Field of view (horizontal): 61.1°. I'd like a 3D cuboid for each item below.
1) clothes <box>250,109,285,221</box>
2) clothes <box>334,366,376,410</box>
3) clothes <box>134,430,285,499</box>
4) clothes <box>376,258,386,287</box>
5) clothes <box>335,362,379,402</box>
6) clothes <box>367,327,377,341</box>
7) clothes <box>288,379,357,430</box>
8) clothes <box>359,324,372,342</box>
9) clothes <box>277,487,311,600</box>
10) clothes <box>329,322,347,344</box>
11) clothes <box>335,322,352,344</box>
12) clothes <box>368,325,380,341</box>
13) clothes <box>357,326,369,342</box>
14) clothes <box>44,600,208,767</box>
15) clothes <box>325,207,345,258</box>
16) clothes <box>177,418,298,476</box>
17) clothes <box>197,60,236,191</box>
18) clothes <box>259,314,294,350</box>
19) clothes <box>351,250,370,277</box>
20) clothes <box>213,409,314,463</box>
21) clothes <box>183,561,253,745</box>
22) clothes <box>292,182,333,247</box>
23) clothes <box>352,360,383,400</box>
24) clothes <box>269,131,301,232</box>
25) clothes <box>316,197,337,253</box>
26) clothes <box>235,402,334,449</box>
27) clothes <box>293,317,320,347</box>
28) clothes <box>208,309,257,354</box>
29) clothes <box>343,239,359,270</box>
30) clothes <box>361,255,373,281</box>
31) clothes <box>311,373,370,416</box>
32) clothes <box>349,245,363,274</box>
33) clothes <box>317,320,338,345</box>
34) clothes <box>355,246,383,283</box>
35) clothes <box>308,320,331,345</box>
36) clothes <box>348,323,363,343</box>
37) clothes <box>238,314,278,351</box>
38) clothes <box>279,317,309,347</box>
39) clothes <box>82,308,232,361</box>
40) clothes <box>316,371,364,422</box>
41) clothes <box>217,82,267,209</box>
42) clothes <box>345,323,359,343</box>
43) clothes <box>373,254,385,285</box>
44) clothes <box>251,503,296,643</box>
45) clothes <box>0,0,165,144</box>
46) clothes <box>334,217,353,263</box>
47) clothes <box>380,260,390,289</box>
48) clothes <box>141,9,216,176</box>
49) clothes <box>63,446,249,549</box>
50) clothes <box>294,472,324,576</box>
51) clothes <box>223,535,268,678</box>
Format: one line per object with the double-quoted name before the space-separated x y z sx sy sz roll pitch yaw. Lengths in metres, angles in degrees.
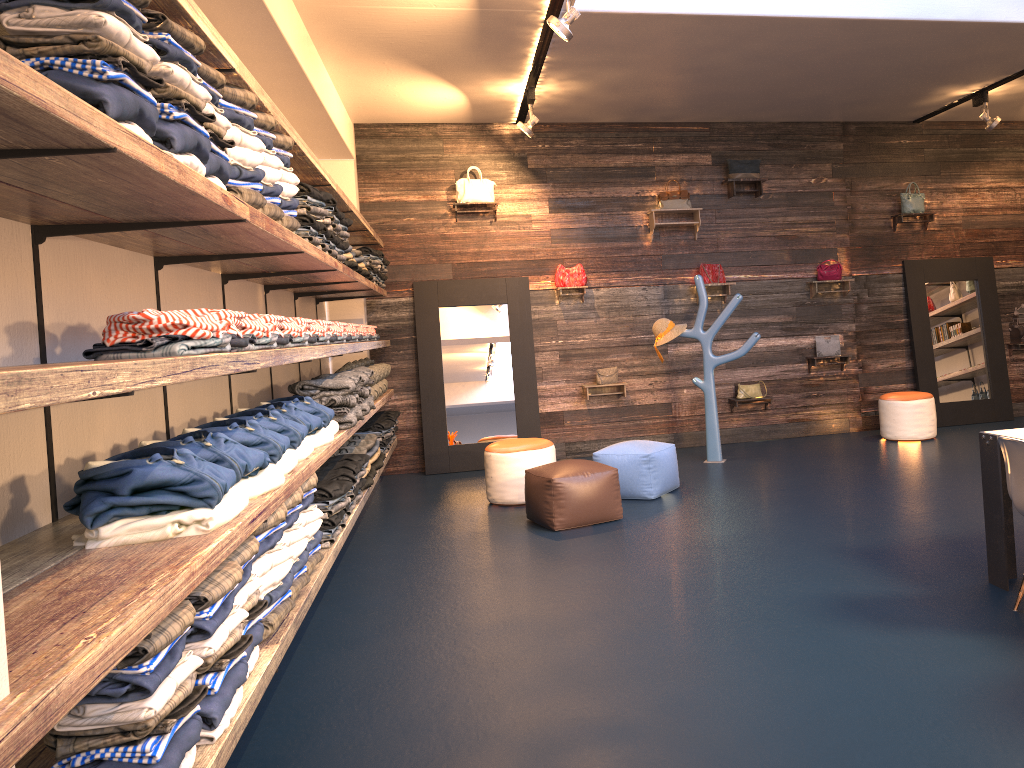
"clothes" -1.040 -0.824 3.275 0.267 0.455 0.336 -3 1 6
"clothes" -1.157 0.046 6.091 0.412 0.317 0.338 -4 2 -22
"clothes" -1.042 0.276 2.882 0.417 0.240 0.437 -3 3 8
"clothes" -1.323 -1.015 7.858 0.363 0.299 0.297 -4 2 -8
"clothes" -1.229 -0.008 6.753 0.340 0.342 0.389 -3 2 -1
"clothes" -1.385 -0.435 7.643 0.342 0.159 0.328 -3 3 13
"clothes" -1.072 0.117 4.953 0.394 0.302 0.333 -4 2 -20
"clothes" -1.337 -0.421 7.271 0.333 0.154 0.338 -4 3 -13
"clothes" -0.939 0.618 3.282 0.267 0.455 0.336 -3 1 6
"clothes" -1.245 -0.312 5.492 0.342 0.159 0.328 -3 3 13
"clothes" -1.243 -0.339 5.824 0.333 0.154 0.338 -4 3 -13
"clothes" -1.383 -0.461 7.975 0.333 0.154 0.338 -4 3 -13
"clothes" -1.339 -0.395 6.939 0.342 0.159 0.328 -3 3 13
"clothes" -0.858 0.712 1.932 0.257 0.410 0.316 -3 1 0
"clothes" -1.128 -0.845 4.861 0.363 0.299 0.297 -4 2 -8
"clothes" -1.066 0.253 3.274 0.438 0.240 0.416 -4 3 -8
"clothes" -1.003 -0.767 2.588 0.257 0.410 0.316 -3 1 0
"clothes" -1.104 -0.217 3.676 0.333 0.154 0.338 -4 3 -13
"clothes" -1.295 -0.909 6.446 0.417 0.251 0.347 -3 2 1
"clothes" -1.092 0.230 3.675 0.438 0.240 0.416 -4 3 -8
"clothes" -0.854 0.691 2.278 0.257 0.410 0.316 -3 1 0
"clothes" -1.075 -0.809 4.225 0.379 0.299 0.319 -4 2 -6
"clothes" -1.257 -0.033 7.184 0.340 0.342 0.389 -3 2 -1
"clothes" -1.063 -0.844 3.628 0.267 0.455 0.336 -3 1 6
"clothes" -1.107 -0.827 4.541 0.386 0.299 0.304 -4 2 -20
"clothes" -1.121 0.206 4.108 0.417 0.240 0.437 -3 3 8
"clothes" -1.151 -0.258 4.399 0.333 0.154 0.338 -4 3 -13
"clothes" -1.058 -0.177 2.972 0.333 0.154 0.338 -4 3 -13
"clothes" -1.243 -0.864 5.652 0.417 0.251 0.347 -3 2 1
"clothes" -1.318 -0.931 6.833 0.431 0.251 0.335 -4 2 -11
"clothes" -1.122 0.073 5.724 0.394 0.302 0.333 -4 2 -20
"clothes" -1.267 -0.886 6.039 0.431 0.251 0.335 -4 2 -11
"clothes" -1.196 -0.298 5.103 0.333 0.154 0.338 -4 3 -13
"clothes" -1.270 -0.980 7.222 0.379 0.299 0.319 -4 2 -6
"clothes" -1.198 -0.271 4.771 0.342 0.159 0.328 -3 3 13
"clothes" -1.289 -0.379 6.527 0.333 0.154 0.338 -4 3 -13
"clothes" -1.106 -0.190 3.344 0.342 0.159 0.328 -3 3 13
"clothes" -1.152 -0.231 4.067 0.342 0.159 0.328 -3 3 13
"clothes" -1.060 -0.150 2.640 0.342 0.159 0.328 -3 3 13
"clothes" -1.107 0.090 5.320 0.412 0.317 0.338 -4 2 -22
"clothes" -1.019 -0.805 2.956 0.267 0.455 0.336 -3 1 6
"clothes" -1.291 -0.352 6.196 0.342 0.159 0.328 -3 3 13
"clothes" -1.302 -0.997 7.539 0.386 0.299 0.304 -4 2 -20
"clothes" -0.918 0.636 2.962 0.267 0.455 0.336 -3 1 6
"clothes" -0.959 -0.730 1.926 0.257 0.410 0.316 -3 1 0
"clothes" -1.149 -0.863 5.181 0.356 0.299 0.303 -3 2 -2
"clothes" -1.344 -1.034 8.178 0.356 0.299 0.303 -3 2 -2
"clothes" -0.955 -0.751 2.272 0.257 0.410 0.316 -3 1 0
"clothes" -1.013 0.300 2.449 0.438 0.240 0.416 -4 3 -8
"clothes" -0.962 0.598 3.634 0.267 0.455 0.336 -3 1 6
"clothes" -0.902 0.674 2.595 0.257 0.410 0.316 -3 1 0
